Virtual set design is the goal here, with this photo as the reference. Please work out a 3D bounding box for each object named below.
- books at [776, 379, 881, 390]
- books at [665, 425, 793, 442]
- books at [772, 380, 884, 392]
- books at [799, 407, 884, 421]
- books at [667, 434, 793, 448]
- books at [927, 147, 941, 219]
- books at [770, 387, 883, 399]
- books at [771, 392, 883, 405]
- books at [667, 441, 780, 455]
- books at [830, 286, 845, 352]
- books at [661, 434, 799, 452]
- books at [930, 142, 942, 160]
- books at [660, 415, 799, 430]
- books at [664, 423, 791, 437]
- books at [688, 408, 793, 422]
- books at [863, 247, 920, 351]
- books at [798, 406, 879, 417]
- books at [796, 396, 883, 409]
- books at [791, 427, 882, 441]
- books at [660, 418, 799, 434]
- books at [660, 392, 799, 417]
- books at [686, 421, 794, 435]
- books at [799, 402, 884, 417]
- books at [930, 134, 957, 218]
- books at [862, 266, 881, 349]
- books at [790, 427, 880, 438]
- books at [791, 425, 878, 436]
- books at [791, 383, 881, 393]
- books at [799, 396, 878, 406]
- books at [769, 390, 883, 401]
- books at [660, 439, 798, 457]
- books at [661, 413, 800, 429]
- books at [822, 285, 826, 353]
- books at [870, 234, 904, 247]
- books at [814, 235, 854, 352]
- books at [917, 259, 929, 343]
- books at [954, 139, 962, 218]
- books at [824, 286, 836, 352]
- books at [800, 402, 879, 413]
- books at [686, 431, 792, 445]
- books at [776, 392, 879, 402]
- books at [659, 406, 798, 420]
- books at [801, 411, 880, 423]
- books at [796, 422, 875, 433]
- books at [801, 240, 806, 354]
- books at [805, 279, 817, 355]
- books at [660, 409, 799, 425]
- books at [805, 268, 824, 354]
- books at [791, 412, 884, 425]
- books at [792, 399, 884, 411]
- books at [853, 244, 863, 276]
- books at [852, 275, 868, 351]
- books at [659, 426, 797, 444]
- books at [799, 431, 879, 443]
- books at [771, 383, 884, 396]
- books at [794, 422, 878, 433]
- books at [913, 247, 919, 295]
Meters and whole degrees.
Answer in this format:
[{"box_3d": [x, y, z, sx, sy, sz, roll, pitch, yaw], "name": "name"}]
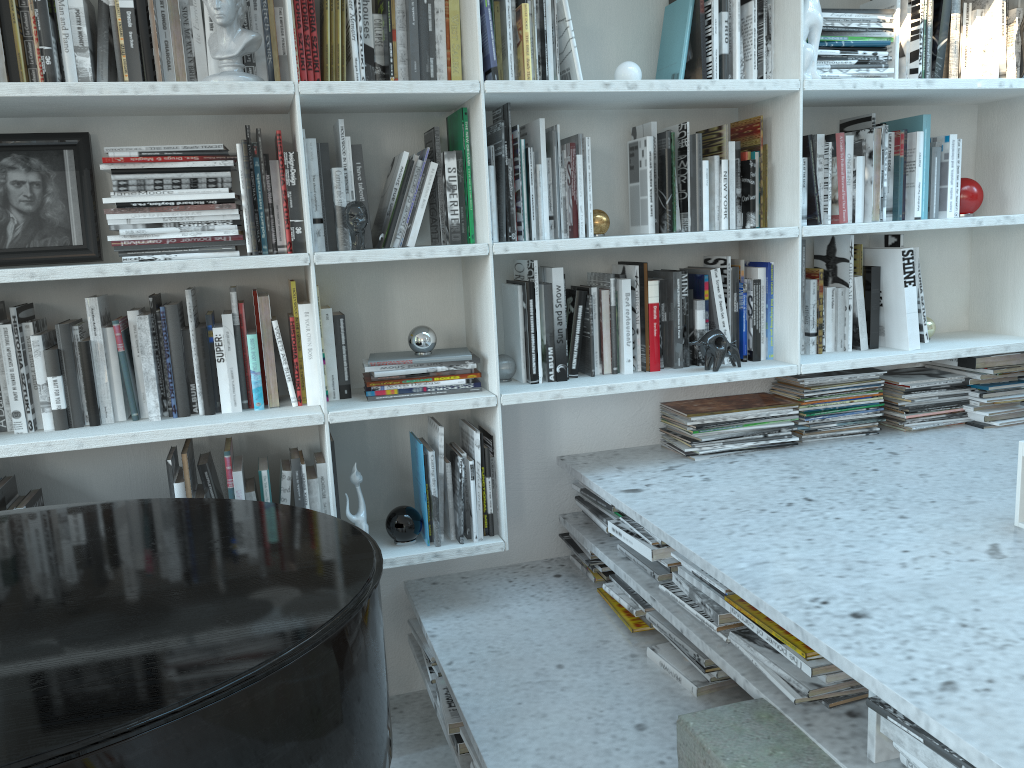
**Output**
[{"box_3d": [0.949, -0.009, 2.664, 0.254, 0.006, 0.160, -7, 10, -20], "name": "books"}, {"box_3d": [0.633, 0.127, 2.594, 0.308, 0.008, 0.194, -7, 10, -20], "name": "books"}, {"box_3d": [0.949, -0.005, 2.669, 0.285, 0.005, 0.159, -6, 10, -18], "name": "books"}, {"box_3d": [0.953, 0.078, 2.682, 0.285, 0.007, 0.159, -6, 10, -19], "name": "books"}, {"box_3d": [0.632, 0.149, 2.600, 0.308, 0.008, 0.194, -5, 10, -11], "name": "books"}, {"box_3d": [1.188, -0.590, 2.629, 0.030, 0.201, 0.189, -6, 10, -15], "name": "books"}, {"box_3d": [0.945, 0.016, 2.677, 0.285, 0.005, 0.159, -6, 10, -16], "name": "books"}, {"box_3d": [0.947, 0.033, 2.677, 0.285, 0.005, 0.159, -6, 10, -17], "name": "books"}, {"box_3d": [0.632, 0.163, 2.603, 0.308, 0.008, 0.194, -6, 10, -19], "name": "books"}, {"box_3d": [0.932, -0.196, 2.630, 0.024, 0.185, 0.149, -6, 11, -15], "name": "books"}, {"box_3d": [0.633, 0.156, 2.598, 0.345, 0.007, 0.193, -5, 10, -10], "name": "books"}, {"box_3d": [1.215, -0.604, 2.650, 0.037, 0.219, 0.139, -6, 11, -15], "name": "books"}, {"box_3d": [0.632, 0.095, 2.597, 0.345, 0.007, 0.193, -5, 10, -13], "name": "books"}, {"box_3d": [0.629, 0.117, 2.605, 0.308, 0.008, 0.194, -6, 10, -15], "name": "books"}, {"box_3d": [0.631, 0.074, 2.593, 0.308, 0.008, 0.194, -5, 10, -13], "name": "books"}, {"box_3d": [1.091, -0.257, 2.621, 0.075, 0.292, 0.254, -6, 11, -15], "name": "books"}, {"box_3d": [0.951, 0.071, 2.687, 0.254, 0.007, 0.160, -5, 10, -14], "name": "books"}, {"box_3d": [0.949, 0.043, 2.685, 0.285, 0.007, 0.159, -6, 10, -15], "name": "books"}, {"box_3d": [0.952, 0.138, 2.702, 0.285, 0.007, 0.159, -6, 10, -15], "name": "books"}, {"box_3d": [0.633, 0.103, 2.595, 0.345, 0.007, 0.193, -6, 10, -18], "name": "books"}, {"box_3d": [0.630, 0.059, 2.590, 0.345, 0.007, 0.193, -5, 10, -13], "name": "books"}, {"box_3d": [0.635, 0.111, 2.592, 0.308, 0.008, 0.194, -5, 10, -10], "name": "books"}, {"box_3d": [0.953, 0.065, 2.677, 0.285, 0.007, 0.159, -7, 10, -20], "name": "books"}, {"box_3d": [1.247, -0.614, 2.648, 0.025, 0.236, 0.181, -6, 11, -15], "name": "books"}, {"box_3d": [1.030, -0.233, 2.652, 0.031, 0.240, 0.171, -6, 11, -15], "name": "books"}, {"box_3d": [0.954, 0.133, 2.692, 0.254, 0.007, 0.160, -5, 10, -11], "name": "books"}, {"box_3d": [0.952, 0.125, 2.699, 0.254, 0.007, 0.160, -6, 10, -15], "name": "books"}, {"box_3d": [0.949, 0.001, 2.668, 0.254, 0.006, 0.160, -5, 10, -11], "name": "books"}, {"box_3d": [0.946, 0.037, 2.682, 0.254, 0.006, 0.160, -6, 10, -15], "name": "books"}, {"box_3d": [0.946, 0.021, 2.678, 0.285, 0.005, 0.159, -5, 10, -14], "name": "books"}, {"box_3d": [0.633, 0.171, 2.604, 0.345, 0.007, 0.193, -5, 10, -11], "name": "books"}, {"box_3d": [0.634, 0.089, 2.587, 0.345, 0.007, 0.193, -7, 10, -20], "name": "books"}, {"box_3d": [0.877, -0.204, 2.619, 0.025, 0.210, 0.137, -6, 11, -15], "name": "books"}, {"box_3d": [1.131, -0.288, 2.688, 0.012, 0.327, 0.136, -6, 11, -15], "name": "books"}, {"box_3d": [0.947, -0.270, 2.619, 0.014, 0.334, 0.168, -6, 11, -15], "name": "books"}, {"box_3d": [1.196, -0.266, 2.697, 0.062, 0.274, 0.148, -6, 11, -15], "name": "books"}, {"box_3d": [1.272, -0.610, 2.658, 0.027, 0.224, 0.169, -6, 11, -15], "name": "books"}, {"box_3d": [0.903, -0.196, 2.629, 0.030, 0.188, 0.139, -6, 11, -15], "name": "books"}, {"box_3d": [0.950, 0.057, 2.685, 0.254, 0.007, 0.160, -5, 10, -14], "name": "books"}, {"box_3d": [0.630, 0.140, 2.604, 0.308, 0.008, 0.194, -5, 10, -13], "name": "books"}, {"box_3d": [0.946, 0.027, 2.678, 0.254, 0.006, 0.160, -6, 10, -16], "name": "books"}, {"box_3d": [0.630, 0.066, 2.591, 0.345, 0.007, 0.193, -6, 10, -17], "name": "books"}, {"box_3d": [0.953, 0.085, 2.684, 0.254, 0.007, 0.160, -6, 10, -19], "name": "books"}, {"box_3d": [0.953, 0.112, 2.688, 0.285, 0.007, 0.159, -6, 10, -19], "name": "books"}, {"box_3d": [0.817, -0.258, 2.603, 0.013, 0.328, 0.130, -6, 11, -15], "name": "books"}, {"box_3d": [0.840, -0.202, 2.608, 0.023, 0.215, 0.163, -6, 11, -15], "name": "books"}, {"box_3d": [0.631, 0.081, 2.594, 0.345, 0.007, 0.193, -5, 10, -13], "name": "books"}, {"box_3d": [0.860, -0.217, 2.600, 0.015, 0.244, 0.156, -6, 11, -15], "name": "books"}, {"box_3d": [0.953, 0.091, 2.689, 0.285, 0.007, 0.159, -5, 10, -13], "name": "books"}, {"box_3d": [0.950, 0.050, 2.684, 0.285, 0.007, 0.159, -5, 10, -14], "name": "books"}, {"box_3d": [1.003, -0.265, 2.658, 0.010, 0.305, 0.131, -6, 11, -15], "name": "books"}, {"box_3d": [0.982, -0.216, 2.637, 0.052, 0.217, 0.184, -6, 11, -15], "name": "books"}, {"box_3d": [0.631, 0.133, 2.603, 0.345, 0.007, 0.193, -6, 10, -17], "name": "books"}, {"box_3d": [0.954, 0.146, 2.696, 0.254, 0.007, 0.160, -5, 10, -12], "name": "books"}, {"box_3d": [0.947, 0.007, 2.668, 0.285, 0.005, 0.159, -6, 10, -19], "name": "books"}, {"box_3d": [0.952, 0.118, 2.695, 0.254, 0.007, 0.160, -5, 10, -14], "name": "books"}, {"box_3d": [1.156, -0.267, 2.676, 0.025, 0.288, 0.159, -6, 11, -15], "name": "books"}]
